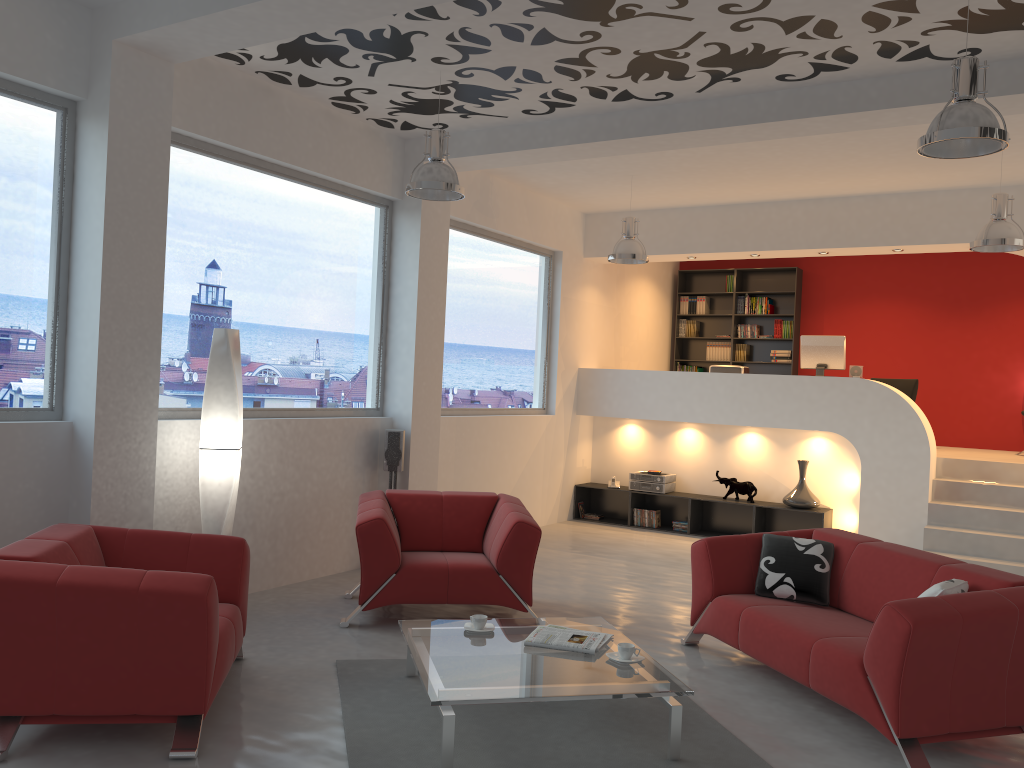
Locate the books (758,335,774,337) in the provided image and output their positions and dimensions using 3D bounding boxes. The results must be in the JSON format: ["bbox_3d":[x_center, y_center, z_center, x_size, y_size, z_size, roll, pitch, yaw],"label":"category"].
[{"bbox_3d":[3.428,-0.641,11.922,0.190,0.015,0.135,3,0,37],"label":"books"}]

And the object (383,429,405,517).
[{"bbox_3d":[-0.962,0.923,7.112,0.214,1.112,0.229,3,0,-3],"label":"object"}]

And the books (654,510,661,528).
[{"bbox_3d":[1.606,1.488,9.778,0.031,0.190,0.135,3,0,32],"label":"books"}]

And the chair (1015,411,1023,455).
[{"bbox_3d":[5.879,0.396,9.363,0.768,0.795,0.664,3,0,7],"label":"chair"}]

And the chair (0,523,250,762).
[{"bbox_3d":[-1.742,1.077,4.034,0.951,0.738,1.288,3,0,-8],"label":"chair"}]

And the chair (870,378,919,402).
[{"bbox_3d":[4.240,0.319,10.301,0.768,0.795,0.664,3,0,-38],"label":"chair"}]

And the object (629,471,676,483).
[{"bbox_3d":[1.570,1.039,9.903,0.430,0.077,0.349,3,0,32],"label":"object"}]

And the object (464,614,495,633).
[{"bbox_3d":[-0.162,1.192,4.414,0.153,0.069,0.153,3,0,-2],"label":"object"}]

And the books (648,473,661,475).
[{"bbox_3d":[1.583,0.994,9.858,0.135,0.015,0.190,3,0,12],"label":"books"}]

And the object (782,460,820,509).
[{"bbox_3d":[2.960,1.022,9.047,0.369,0.481,0.369,3,0,-3],"label":"object"}]

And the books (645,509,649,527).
[{"bbox_3d":[1.516,1.484,9.833,0.031,0.190,0.135,3,0,32],"label":"books"}]

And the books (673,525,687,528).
[{"bbox_3d":[1.872,1.543,9.672,0.190,0.015,0.135,3,0,32],"label":"books"}]

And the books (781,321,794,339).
[{"bbox_3d":[3.670,-0.712,11.766,0.146,0.240,0.170,3,0,32],"label":"books"}]

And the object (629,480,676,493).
[{"bbox_3d":[1.562,1.137,9.896,0.430,0.100,0.365,3,0,32],"label":"object"}]

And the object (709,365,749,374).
[{"bbox_3d":[2.470,-0.096,9.962,0.397,0.217,0.458,3,0,32],"label":"object"}]

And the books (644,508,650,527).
[{"bbox_3d":[1.503,1.483,9.841,0.031,0.190,0.135,3,0,32],"label":"books"}]

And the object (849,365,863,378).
[{"bbox_3d":[3.586,-0.117,9.244,0.133,0.147,0.151,3,0,15],"label":"object"}]

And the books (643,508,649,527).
[{"bbox_3d":[1.491,1.482,9.849,0.031,0.190,0.135,3,0,32],"label":"books"}]

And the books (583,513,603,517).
[{"bbox_3d":[0.939,1.514,10.244,0.190,0.015,0.135,3,0,32],"label":"books"}]

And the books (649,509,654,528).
[{"bbox_3d":[1.554,1.485,9.810,0.031,0.190,0.135,3,0,32],"label":"books"}]

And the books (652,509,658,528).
[{"bbox_3d":[1.580,1.487,9.794,0.031,0.190,0.135,3,0,32],"label":"books"}]

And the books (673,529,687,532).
[{"bbox_3d":[1.868,1.588,9.673,0.190,0.015,0.135,3,0,27],"label":"books"}]

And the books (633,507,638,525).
[{"bbox_3d":[1.388,1.478,9.911,0.031,0.190,0.135,3,0,32],"label":"books"}]

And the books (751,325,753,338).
[{"bbox_3d":[3.274,-0.705,12.018,0.031,0.190,0.135,3,0,32],"label":"books"}]

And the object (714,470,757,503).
[{"bbox_3d":[2.377,1.087,9.431,0.191,0.296,0.507,3,0,-43],"label":"object"}]

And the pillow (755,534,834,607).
[{"bbox_3d":[1.614,1.055,5.061,0.402,0.343,0.288,3,0,24],"label":"pillow"}]

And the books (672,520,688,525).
[{"bbox_3d":[1.862,1.513,9.679,0.190,0.015,0.135,3,0,27],"label":"books"}]

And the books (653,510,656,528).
[{"bbox_3d":[1.593,1.487,9.786,0.031,0.190,0.135,3,0,32],"label":"books"}]

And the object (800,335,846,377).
[{"bbox_3d":[3.287,-0.283,9.373,0.458,0.452,0.230,3,0,32],"label":"object"}]

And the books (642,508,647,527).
[{"bbox_3d":[1.478,1.482,9.857,0.031,0.190,0.135,3,0,32],"label":"books"}]

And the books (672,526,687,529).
[{"bbox_3d":[1.866,1.558,9.675,0.190,0.015,0.135,3,0,37],"label":"books"}]

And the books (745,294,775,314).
[{"bbox_3d":[3.336,-1.067,11.953,0.341,0.286,0.231,3,0,32],"label":"books"}]

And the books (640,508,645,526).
[{"bbox_3d":[1.465,1.481,9.864,0.031,0.190,0.135,3,0,32],"label":"books"}]

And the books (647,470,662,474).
[{"bbox_3d":[1.586,0.979,9.868,0.135,0.015,0.190,3,0,17],"label":"books"}]

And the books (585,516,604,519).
[{"bbox_3d":[0.952,1.530,10.236,0.190,0.015,0.135,3,0,32],"label":"books"}]

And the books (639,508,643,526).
[{"bbox_3d":[1.452,1.481,9.872,0.031,0.190,0.135,3,0,32],"label":"books"}]

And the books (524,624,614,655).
[{"bbox_3d":[0.268,1.229,4.273,0.367,0.035,0.345,3,0,21],"label":"books"}]

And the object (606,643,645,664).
[{"bbox_3d":[0.518,1.224,4.040,0.153,0.069,0.153,3,0,-32],"label":"object"}]

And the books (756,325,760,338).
[{"bbox_3d":[3.325,-0.703,11.987,0.031,0.190,0.135,3,0,32],"label":"books"}]

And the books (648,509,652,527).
[{"bbox_3d":[1.542,1.485,9.817,0.031,0.190,0.135,3,0,32],"label":"books"}]

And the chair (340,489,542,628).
[{"bbox_3d":[-0.456,1.135,5.895,1.288,0.738,0.951,3,0,-8],"label":"chair"}]

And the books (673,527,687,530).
[{"bbox_3d":[1.874,1.573,9.670,0.190,0.015,0.135,3,0,32],"label":"books"}]

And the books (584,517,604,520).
[{"bbox_3d":[0.947,1.544,10.239,0.190,0.015,0.135,3,0,32],"label":"books"}]

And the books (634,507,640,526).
[{"bbox_3d":[1.401,1.478,9.904,0.031,0.190,0.135,3,0,32],"label":"books"}]

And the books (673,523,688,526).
[{"bbox_3d":[1.866,1.528,9.668,0.190,0.015,0.135,3,0,32],"label":"books"}]

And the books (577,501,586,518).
[{"bbox_3d":[0.812,1.456,10.265,0.063,0.187,0.135,3,0,32],"label":"books"}]

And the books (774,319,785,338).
[{"bbox_3d":[3.568,-0.725,11.829,0.090,0.256,0.181,3,0,32],"label":"books"}]

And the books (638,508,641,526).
[{"bbox_3d":[1.439,1.480,9.880,0.031,0.190,0.135,3,0,32],"label":"books"}]

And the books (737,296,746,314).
[{"bbox_3d":[3.146,-1.061,12.097,0.090,0.256,0.181,3,0,32],"label":"books"}]

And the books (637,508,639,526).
[{"bbox_3d":[1.427,1.479,9.888,0.031,0.190,0.135,3,0,32],"label":"books"}]

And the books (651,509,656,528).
[{"bbox_3d":[1.567,1.486,9.802,0.031,0.190,0.135,3,0,32],"label":"books"}]

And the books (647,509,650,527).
[{"bbox_3d":[1.529,1.484,9.825,0.031,0.190,0.135,3,0,32],"label":"books"}]

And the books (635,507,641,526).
[{"bbox_3d":[1.414,1.479,9.896,0.031,0.190,0.135,3,0,32],"label":"books"}]

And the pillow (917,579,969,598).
[{"bbox_3d":[1.925,1.071,4.113,0.288,0.343,0.402,3,0,39],"label":"pillow"}]

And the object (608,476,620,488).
[{"bbox_3d":[1.159,1.109,10.051,0.130,0.117,0.146,3,0,7],"label":"object"}]
